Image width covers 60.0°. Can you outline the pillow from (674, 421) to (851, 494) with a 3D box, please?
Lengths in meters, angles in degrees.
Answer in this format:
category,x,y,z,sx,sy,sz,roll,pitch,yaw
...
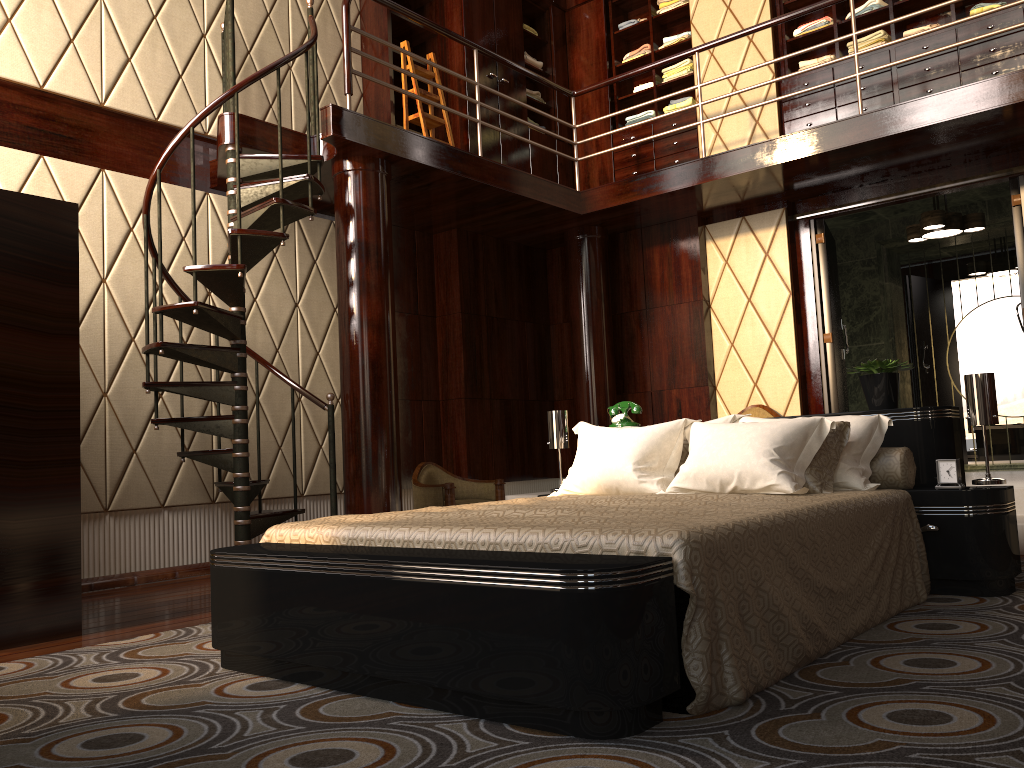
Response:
category,x,y,z,sx,sy,sz,roll,pitch,yaw
pillow,0.716,0.296,3.356,1.123,0.271,0.293,-7,-6,39

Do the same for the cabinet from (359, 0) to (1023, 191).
category,x,y,z,sx,sy,sz,roll,pitch,yaw
cabinet,2.051,-2.643,5.265,6.767,2.432,2.576,-7,-6,39

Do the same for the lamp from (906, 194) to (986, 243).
category,x,y,z,sx,sy,sz,roll,pitch,yaw
lamp,2.968,-1.210,6.239,0.515,0.347,0.467,-1,-5,-21

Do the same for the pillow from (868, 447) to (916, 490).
category,x,y,z,sx,sy,sz,roll,pitch,yaw
pillow,0.906,0.365,3.636,1.396,0.167,0.173,-7,-6,39

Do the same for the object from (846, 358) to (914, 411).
category,x,y,z,sx,sy,sz,roll,pitch,yaw
object,1.470,0.005,3.530,0.256,0.205,0.241,-5,-5,21

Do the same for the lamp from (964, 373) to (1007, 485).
category,x,y,z,sx,sy,sz,roll,pitch,yaw
lamp,1.652,0.157,3.103,0.109,0.385,0.106,2,-7,-43

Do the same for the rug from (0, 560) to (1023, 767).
category,x,y,z,sx,sy,sz,roll,pitch,yaw
rug,0.438,0.757,2.786,2.910,0.006,3.735,-7,-6,39

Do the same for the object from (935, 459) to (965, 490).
category,x,y,z,sx,sy,sz,roll,pitch,yaw
object,1.506,0.312,3.057,0.034,0.103,0.088,2,-7,-43

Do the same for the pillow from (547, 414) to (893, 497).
category,x,y,z,sx,sy,sz,roll,pitch,yaw
pillow,0.711,0.274,3.393,1.322,0.320,0.685,-7,-6,40

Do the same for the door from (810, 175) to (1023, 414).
category,x,y,z,sx,sy,sz,roll,pitch,yaw
door,2.766,-0.267,5.907,1.435,1.820,0.828,-7,-6,38

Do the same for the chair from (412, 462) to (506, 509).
category,x,y,z,sx,sy,sz,roll,pitch,yaw
chair,-0.361,0.751,5.487,0.462,0.550,0.571,-7,-6,39

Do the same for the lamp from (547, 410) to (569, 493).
category,x,y,z,sx,sy,sz,roll,pitch,yaw
lamp,0.227,0.321,4.215,0.109,0.385,0.106,2,-7,-43

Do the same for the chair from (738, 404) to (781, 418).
category,x,y,z,sx,sy,sz,roll,pitch,yaw
chair,1.526,0.406,5.800,0.571,0.550,0.462,-7,-6,39

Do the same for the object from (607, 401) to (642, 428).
category,x,y,z,sx,sy,sz,roll,pitch,yaw
object,0.544,0.150,4.283,0.158,0.131,0.178,-3,-5,1

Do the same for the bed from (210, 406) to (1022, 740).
category,x,y,z,sx,sy,sz,roll,pitch,yaw
bed,0.391,0.446,2.989,1.985,0.660,2.381,-7,-6,39

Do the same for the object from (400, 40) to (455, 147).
category,x,y,z,sx,sy,sz,roll,pitch,yaw
object,-0.534,-1.797,5.895,0.258,0.974,0.275,-7,-6,39

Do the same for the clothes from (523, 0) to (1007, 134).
category,x,y,z,sx,sy,sz,roll,pitch,yaw
clothes,2.171,-2.615,6.099,4.996,0.954,0.818,-6,-6,32

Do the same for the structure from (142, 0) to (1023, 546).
category,x,y,z,sx,sy,sz,roll,pitch,yaw
structure,1.345,-0.777,4.125,6.107,3.189,3.750,-7,-6,39
